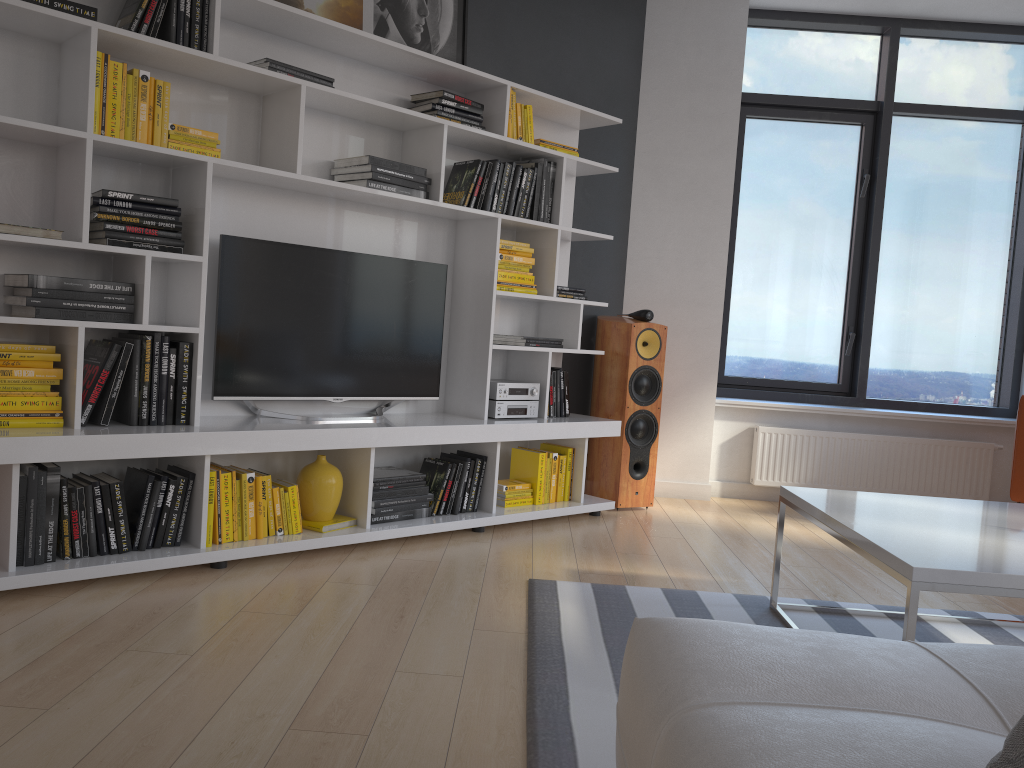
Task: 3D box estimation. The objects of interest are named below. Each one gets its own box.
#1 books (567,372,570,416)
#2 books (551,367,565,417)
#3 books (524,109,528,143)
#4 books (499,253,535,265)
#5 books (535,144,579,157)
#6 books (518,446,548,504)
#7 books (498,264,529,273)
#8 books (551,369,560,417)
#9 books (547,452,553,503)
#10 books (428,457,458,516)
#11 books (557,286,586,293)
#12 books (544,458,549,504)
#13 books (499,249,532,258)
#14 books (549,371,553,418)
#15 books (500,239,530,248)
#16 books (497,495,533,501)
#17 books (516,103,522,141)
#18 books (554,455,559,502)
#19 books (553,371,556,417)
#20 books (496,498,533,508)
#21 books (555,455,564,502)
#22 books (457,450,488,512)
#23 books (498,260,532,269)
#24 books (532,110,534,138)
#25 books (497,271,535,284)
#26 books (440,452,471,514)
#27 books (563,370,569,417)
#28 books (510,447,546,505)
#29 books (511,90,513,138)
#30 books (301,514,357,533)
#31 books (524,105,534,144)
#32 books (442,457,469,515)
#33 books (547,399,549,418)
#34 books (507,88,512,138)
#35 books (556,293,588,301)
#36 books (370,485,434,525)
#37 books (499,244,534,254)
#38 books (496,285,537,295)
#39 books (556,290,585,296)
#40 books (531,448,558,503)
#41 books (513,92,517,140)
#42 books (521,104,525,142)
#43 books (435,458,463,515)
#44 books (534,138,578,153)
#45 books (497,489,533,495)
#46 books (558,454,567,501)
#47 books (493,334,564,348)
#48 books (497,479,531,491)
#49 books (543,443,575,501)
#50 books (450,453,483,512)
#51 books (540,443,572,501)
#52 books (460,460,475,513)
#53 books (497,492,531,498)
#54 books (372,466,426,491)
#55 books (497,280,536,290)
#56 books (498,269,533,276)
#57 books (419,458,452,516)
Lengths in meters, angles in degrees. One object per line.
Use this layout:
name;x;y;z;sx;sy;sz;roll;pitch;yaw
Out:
books;0.221;0.045;4.642;0.077;0.233;0.179;1;5;-44
books;0.192;0.037;4.581;0.066;0.255;0.193;1;5;-44
books;0.032;-1.214;4.204;0.046;0.161;0.108;1;5;-45
books;-0.035;-0.610;4.346;0.239;0.033;0.176;1;4;-41
books;0.174;-1.150;4.425;0.257;0.028;0.194;1;4;-39
books;0.094;0.455;4.442;0.015;0.263;0.199;1;5;-44
books;-0.044;-0.563;4.322;0.217;0.023;0.145;1;4;-40
books;0.178;0.043;4.553;0.050;0.242;0.169;1;5;-44
books;0.124;0.460;4.468;0.019;0.251;0.180;1;5;-44
books;-0.348;0.463;4.022;0.096;0.234;0.187;1;5;-43
books;0.248;-0.487;4.566;0.213;0.023;0.161;1;4;-40
books;0.121;0.474;4.441;0.024;0.229;0.156;1;5;-44
books;-0.039;-0.638;4.341;0.227;0.022;0.160;2;4;-28
books;0.135;0.044;4.531;0.053;0.240;0.189;1;5;-43
books;-0.050;-0.687;4.352;0.223;0.023;0.163;1;4;-40
books;-0.016;0.545;4.339;0.196;0.011;0.148;1;5;-44
books;-0.008;-1.226;4.190;0.054;0.180;0.132;1;5;-44
books;0.165;0.467;4.507;0.023;0.239;0.169;1;5;-44
books;0.157;0.046;4.543;0.049;0.236;0.170;1;5;-43
books;-0.015;0.568;4.337;0.190;0.033;0.147;1;5;-44
books;0.185;0.470;4.521;0.024;0.234;0.172;1;5;-44
books;-0.211;0.452;4.150;0.066;0.260;0.197;1;5;-44
books;-0.046;-0.585;4.342;0.239;0.019;0.171;1;5;-44
books;0.051;-1.228;4.252;0.044;0.184;0.142;1;4;-43
books;-0.043;-0.518;4.337;0.243;0.042;0.189;1;5;-44
books;-0.283;0.453;4.083;0.075;0.254;0.192;1;5;-45
books;0.219;0.044;4.596;0.066;0.242;0.177;1;5;-44
books;0.074;0.457;4.420;0.044;0.255;0.198;1;5;-44
books;-0.060;-1.251;4.156;0.163;0.224;0.041;7;5;44
books;-0.801;0.555;3.614;0.270;0.029;0.204;6;4;31
books;0.040;-1.227;4.230;0.064;0.184;0.141;1;4;-43
books;-0.282;0.463;4.049;0.069;0.242;0.172;1;4;-43
books;0.110;0.028;4.511;0.053;0.268;0.202;1;5;-44
books;-0.064;-1.251;4.127;0.041;0.229;0.161;1;5;-45
books;0.256;-0.448;4.555;0.213;0.023;0.161;1;4;-40
books;-0.557;0.504;3.862;0.277;0.137;0.343;7;4;41
books;-0.030;-0.661;4.343;0.223;0.023;0.163;1;4;-40
books;-0.037;-0.458;4.333;0.257;0.028;0.194;1;4;-39
books;0.255;-0.467;4.555;0.142;0.015;0.198;7;5;44
books;0.145;0.461;4.485;0.035;0.250;0.185;1;5;-44
books;-0.044;-1.251;4.183;0.054;0.224;0.164;1;5;-45
books;0.011;-1.225;4.199;0.044;0.178;0.128;1;5;-44
books;-0.316;0.464;4.034;0.081;0.233;0.169;1;5;-45
books;0.168;-1.177;4.428;0.257;0.024;0.203;1;4;-41
books;-0.010;0.516;4.335;0.187;0.014;0.134;1;5;-44
books;0.201;0.470;4.542;0.024;0.234;0.172;1;5;-44
books;0.069;-0.216;4.469;0.250;0.047;0.310;7;4;42
books;-0.020;0.495;4.340;0.186;0.026;0.138;1;5;-44
books;0.232;0.451;4.590;0.025;0.270;0.213;1;5;-44
books;-0.235;0.456;4.126;0.084;0.249;0.191;1;5;-44
books;0.219;0.452;4.565;0.029;0.270;0.204;1;5;-44
books;-0.259;0.461;4.097;0.068;0.243;0.179;1;5;-45
books;-0.005;0.533;4.321;0.169;0.018;0.113;1;4;-42
books;-0.570;0.410;3.868;0.250;0.047;0.310;7;4;42
books;-0.043;-0.485;4.335;0.257;0.024;0.203;1;4;-41
books;-0.053;-0.548;4.344;0.251;0.014;0.189;1;4;-41
books;-0.369;0.462;3.995;0.104;0.234;0.182;1;5;-44
